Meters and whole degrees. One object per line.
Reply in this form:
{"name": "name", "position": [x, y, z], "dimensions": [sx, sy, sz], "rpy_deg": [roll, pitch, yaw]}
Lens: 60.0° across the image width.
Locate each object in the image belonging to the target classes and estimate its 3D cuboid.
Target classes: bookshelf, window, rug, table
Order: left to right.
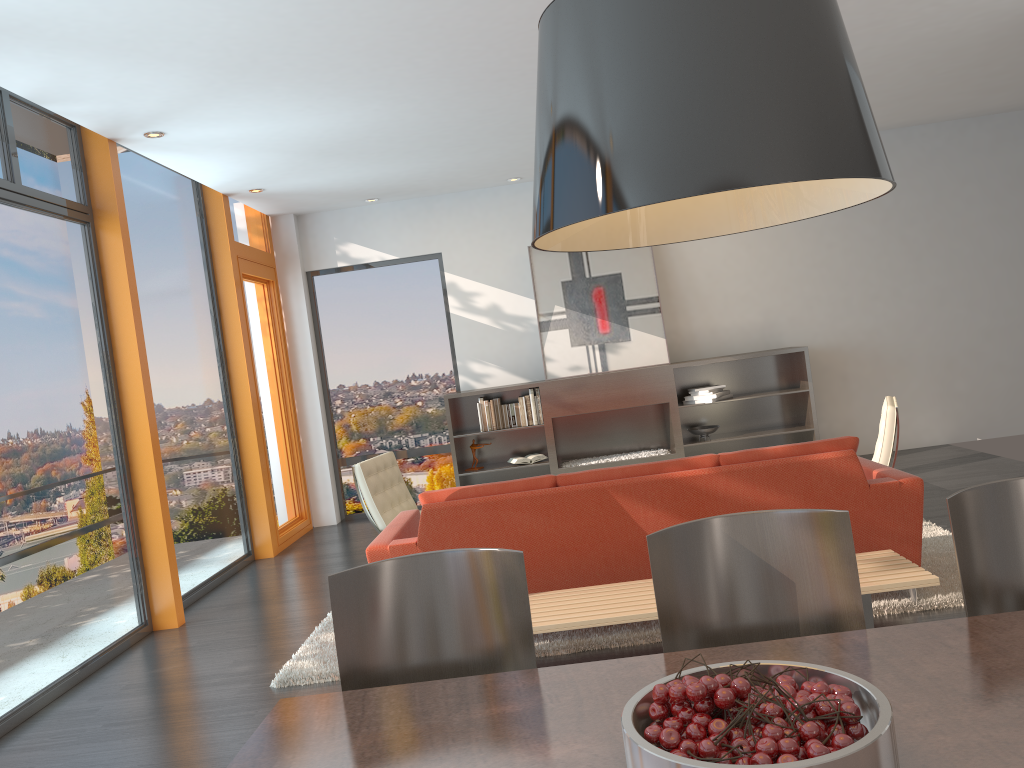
{"name": "window", "position": [-2.604, -0.033, 4.600], "dimensions": [0.070, 3.345, 2.105], "rpy_deg": [-8, 1, 3]}
{"name": "window", "position": [-2.511, -0.107, 6.681], "dimensions": [0.070, 3.345, 1.844], "rpy_deg": [-8, 1, 3]}
{"name": "window", "position": [-2.346, -0.177, 8.285], "dimensions": [0.211, 3.345, 1.157], "rpy_deg": [-8, 1, 3]}
{"name": "window", "position": [-1.281, -0.341, 9.066], "dimensions": [1.409, 3.339, 0.065], "rpy_deg": [-8, 1, 3]}
{"name": "bookshelf", "position": [1.127, 0.447, 8.506], "dimensions": [3.387, 1.163, 0.570], "rpy_deg": [-8, 1, 3]}
{"name": "rug", "position": [0.779, 1.159, 5.685], "dimensions": [3.772, 0.043, 2.985], "rpy_deg": [-8, 2, 3]}
{"name": "table", "position": [0.549, 0.989, 1.438], "dimensions": [2.151, 0.764, 1.172], "rpy_deg": [-8, 2, 3]}

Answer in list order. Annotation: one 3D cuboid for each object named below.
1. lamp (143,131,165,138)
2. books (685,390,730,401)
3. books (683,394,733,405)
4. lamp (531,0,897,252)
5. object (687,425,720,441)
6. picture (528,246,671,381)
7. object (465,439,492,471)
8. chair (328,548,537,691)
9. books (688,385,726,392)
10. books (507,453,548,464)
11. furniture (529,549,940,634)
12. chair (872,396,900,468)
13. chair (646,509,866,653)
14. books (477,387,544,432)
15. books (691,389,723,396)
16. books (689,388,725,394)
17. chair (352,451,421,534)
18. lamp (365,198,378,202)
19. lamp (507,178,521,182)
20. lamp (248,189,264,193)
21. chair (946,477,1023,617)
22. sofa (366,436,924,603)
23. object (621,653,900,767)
{"name": "lamp", "position": [-2.287, -1.590, 5.662], "dimensions": [0.129, 0.010, 0.129], "rpy_deg": [-9, 2, -42]}
{"name": "books", "position": [1.848, 0.108, 8.385], "dimensions": [0.314, 0.038, 0.398], "rpy_deg": [-7, 2, 32]}
{"name": "books", "position": [1.853, 0.145, 8.386], "dimensions": [0.314, 0.038, 0.398], "rpy_deg": [-6, 2, 42]}
{"name": "lamp", "position": [0.205, -1.045, 1.409], "dimensions": [0.567, 1.580, 0.567], "rpy_deg": [-7, 1, 32]}
{"name": "object", "position": [1.820, 0.472, 8.394], "dimensions": [0.308, 0.117, 0.309], "rpy_deg": [-7, 2, 36]}
{"name": "picture", "position": [0.836, -0.775, 8.635], "dimensions": [1.208, 1.338, 0.269], "rpy_deg": [-8, 1, 3]}
{"name": "object", "position": [-0.335, 0.674, 8.533], "dimensions": [0.244, 0.290, 0.201], "rpy_deg": [-7, 1, 23]}
{"name": "chair", "position": [-0.150, 0.914, 1.954], "dimensions": [0.548, 0.967, 0.614], "rpy_deg": [-8, 1, 3]}
{"name": "books", "position": [1.839, 0.039, 8.383], "dimensions": [0.300, 0.020, 0.210], "rpy_deg": [-8, 2, -7]}
{"name": "books", "position": [0.147, 0.723, 8.479], "dimensions": [0.336, 0.064, 0.234], "rpy_deg": [-8, 2, -17]}
{"name": "furniture", "position": [0.701, 1.052, 3.740], "dimensions": [2.005, 0.357, 0.492], "rpy_deg": [-8, 2, 3]}
{"name": "chair", "position": [2.226, 0.539, 5.779], "dimensions": [0.706, 0.817, 0.700], "rpy_deg": [-7, 2, 23]}
{"name": "chair", "position": [0.608, 0.812, 1.918], "dimensions": [0.548, 0.967, 0.614], "rpy_deg": [-8, 1, 3]}
{"name": "books", "position": [-0.014, 0.238, 8.454], "dimensions": [0.592, 0.339, 0.324], "rpy_deg": [-8, 1, 3]}
{"name": "books", "position": [1.844, 0.079, 8.384], "dimensions": [0.210, 0.020, 0.300], "rpy_deg": [-7, 2, 32]}
{"name": "books", "position": [1.841, 0.059, 8.384], "dimensions": [0.210, 0.020, 0.300], "rpy_deg": [-6, 2, 43]}
{"name": "chair", "position": [-0.711, 0.915, 6.545], "dimensions": [0.707, 0.817, 0.700], "rpy_deg": [-7, 1, 13]}
{"name": "lamp", "position": [-1.379, -1.803, 8.708], "dimensions": [0.129, 0.010, 0.129], "rpy_deg": [-9, 2, -42]}
{"name": "lamp", "position": [0.020, -1.991, 8.641], "dimensions": [0.129, 0.010, 0.129], "rpy_deg": [-9, 2, -42]}
{"name": "lamp", "position": [-2.200, -1.659, 7.619], "dimensions": [0.129, 0.010, 0.129], "rpy_deg": [-9, 2, -42]}
{"name": "chair", "position": [1.299, 0.719, 1.885], "dimensions": [0.548, 0.967, 0.614], "rpy_deg": [-8, 1, 3]}
{"name": "sofa", "position": [0.641, 0.785, 4.585], "dimensions": [2.597, 0.852, 1.038], "rpy_deg": [-8, 1, 3]}
{"name": "object", "position": [0.393, 0.546, 1.448], "dimensions": [0.427, 0.154, 0.426], "rpy_deg": [-9, 2, -43]}
